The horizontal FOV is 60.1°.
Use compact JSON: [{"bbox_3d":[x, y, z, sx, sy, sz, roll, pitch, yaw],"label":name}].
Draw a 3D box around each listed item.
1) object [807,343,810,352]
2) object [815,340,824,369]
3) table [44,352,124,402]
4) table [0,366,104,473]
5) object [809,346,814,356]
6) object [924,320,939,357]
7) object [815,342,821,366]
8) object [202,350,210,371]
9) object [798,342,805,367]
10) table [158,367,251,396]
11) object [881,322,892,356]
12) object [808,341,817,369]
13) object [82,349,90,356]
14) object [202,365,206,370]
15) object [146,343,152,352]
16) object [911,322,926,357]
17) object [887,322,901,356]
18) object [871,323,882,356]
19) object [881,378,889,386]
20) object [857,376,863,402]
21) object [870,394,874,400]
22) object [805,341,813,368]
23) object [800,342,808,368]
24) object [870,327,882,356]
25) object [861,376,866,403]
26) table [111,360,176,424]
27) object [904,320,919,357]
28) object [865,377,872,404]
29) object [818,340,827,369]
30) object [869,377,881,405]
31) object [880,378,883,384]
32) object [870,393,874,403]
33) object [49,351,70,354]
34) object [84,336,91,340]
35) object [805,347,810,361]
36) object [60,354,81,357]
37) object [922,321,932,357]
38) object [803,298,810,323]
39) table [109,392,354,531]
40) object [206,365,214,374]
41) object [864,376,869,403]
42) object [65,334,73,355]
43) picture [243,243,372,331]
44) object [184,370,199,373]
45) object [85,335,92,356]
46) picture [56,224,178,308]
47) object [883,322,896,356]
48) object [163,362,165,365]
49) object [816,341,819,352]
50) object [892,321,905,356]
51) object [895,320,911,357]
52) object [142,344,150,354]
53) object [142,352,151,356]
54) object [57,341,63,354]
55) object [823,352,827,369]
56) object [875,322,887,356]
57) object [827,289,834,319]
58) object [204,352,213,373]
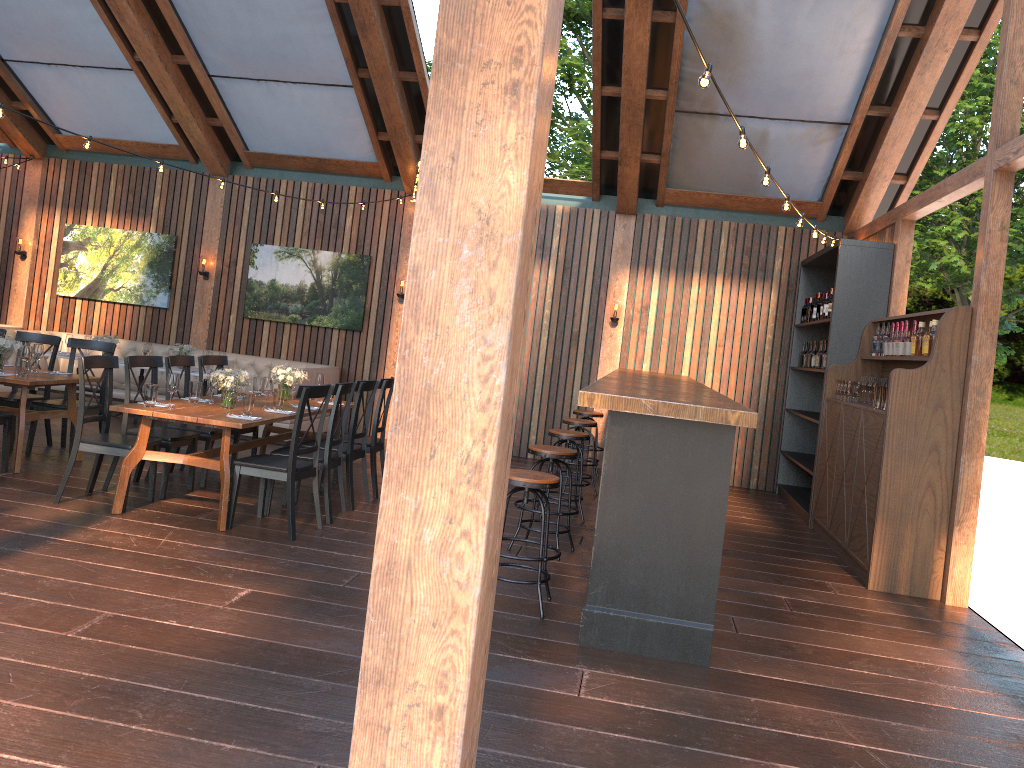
[{"bbox_3d":[3.542,-0.345,10.621,0.094,0.309,0.094,7,-1,-5],"label":"object"},{"bbox_3d":[3.305,-0.311,9.460,0.094,0.309,0.094,7,-1,6],"label":"object"},{"bbox_3d":[-5.252,-0.009,10.699,0.799,0.672,0.798,7,1,7],"label":"table"},{"bbox_3d":[-4.879,0.176,7.454,2.433,0.730,0.950,7,2,9],"label":"table"},{"bbox_3d":[3.344,-0.325,9.798,0.094,0.309,0.094,7,-1,9],"label":"object"},{"bbox_3d":[3.171,-0.338,6.651,0.109,0.288,0.176,7,0,4],"label":"object"},{"bbox_3d":[3.340,-0.313,9.577,0.094,0.309,0.094,7,-1,8],"label":"object"},{"bbox_3d":[-3.673,-0.280,10.597,0.092,0.245,0.092,7,0,-39],"label":"object"},{"bbox_3d":[3.467,-0.349,10.535,0.094,0.309,0.094,7,-1,13],"label":"object"},{"bbox_3d":[-3.649,0.192,10.454,0.799,0.672,0.798,7,1,8],"label":"table"},{"bbox_3d":[3.397,-0.398,7.988,0.095,0.318,0.093,6,-1,19],"label":"object"},{"bbox_3d":[3.311,-0.323,9.695,0.094,0.309,0.094,7,-1,-10],"label":"object"},{"bbox_3d":[-5.040,-0.391,10.478,0.092,0.158,0.092,7,0,-5],"label":"object"},{"bbox_3d":[-3.729,-0.248,10.693,0.092,0.158,0.092,7,0,-5],"label":"object"},{"bbox_3d":[-4.410,-0.372,10.710,0.092,0.245,0.092,7,0,-39],"label":"object"},{"bbox_3d":[3.246,-0.349,7.032,0.109,0.288,0.176,7,0,4],"label":"object"},{"bbox_3d":[3.346,-0.384,7.685,0.138,0.311,0.138,7,0,8],"label":"object"},{"bbox_3d":[3.429,-0.410,8.295,0.095,0.318,0.093,6,-1,24],"label":"object"},{"bbox_3d":[3.315,0.075,7.844,0.092,0.245,0.092,7,0,-17],"label":"object"},{"bbox_3d":[3.268,0.048,8.245,0.092,0.245,0.092,6,0,28],"label":"object"},{"bbox_3d":[3.144,0.140,7.639,0.124,0.096,0.124,7,2,20],"label":"object"},{"bbox_3d":[3.398,-0.333,10.075,0.094,0.309,0.094,6,-1,29],"label":"object"},{"bbox_3d":[3.462,-0.345,10.444,0.094,0.309,0.094,7,-1,-26],"label":"object"},{"bbox_3d":[3.472,-0.411,8.393,0.094,0.318,0.094,7,-1,9],"label":"object"},{"bbox_3d":[3.245,0.051,8.134,0.092,0.245,0.092,6,0,28],"label":"object"},{"bbox_3d":[-4.451,0.091,10.576,0.799,0.672,0.798,7,1,9],"label":"table"},{"bbox_3d":[3.285,-0.366,7.221,0.138,0.311,0.138,7,0,13],"label":"object"},{"bbox_3d":[3.211,0.058,7.925,0.092,0.245,0.092,7,0,-17],"label":"object"},{"bbox_3d":[3.259,-0.305,9.234,0.094,0.309,0.094,7,-1,-26],"label":"object"},{"bbox_3d":[3.204,0.063,7.819,0.092,0.245,0.092,7,0,-17],"label":"object"},{"bbox_3d":[3.327,0.071,7.945,0.092,0.245,0.092,7,0,-17],"label":"object"},{"bbox_3d":[3.368,0.060,8.246,0.092,0.245,0.092,7,0,-17],"label":"object"},{"bbox_3d":[-5.456,-0.383,10.737,0.255,0.019,0.157,7,3,9],"label":"object"},{"bbox_3d":[-5.086,-0.445,10.576,0.092,0.245,0.092,7,0,-34],"label":"object"},{"bbox_3d":[3.484,-0.337,10.341,0.095,0.309,0.094,6,-1,36],"label":"object"},{"bbox_3d":[-5.212,-0.339,10.453,0.157,0.019,0.255,7,3,9],"label":"object"},{"bbox_3d":[3.239,-0.339,6.836,0.109,0.288,0.176,7,0,14],"label":"object"},{"bbox_3d":[3.463,-0.853,10.359,0.077,0.309,0.077,7,-1,-13],"label":"object"},{"bbox_3d":[-2.094,0.523,7.053,0.951,0.730,2.430,7,3,8],"label":"table"},{"bbox_3d":[-3.499,-0.198,10.238,0.092,0.158,0.092,7,0,-5],"label":"object"},{"bbox_3d":[3.236,0.056,8.025,0.092,0.245,0.092,7,0,-17],"label":"object"},{"bbox_3d":[-5.322,-0.475,10.625,0.092,0.245,0.092,7,0,-34],"label":"object"},{"bbox_3d":[-2.710,-1.282,11.684,1.651,0.999,0.065,7,-1,9],"label":"picture"},{"bbox_3d":[-3.671,-0.146,10.212,0.157,0.019,0.255,7,3,9],"label":"object"},{"bbox_3d":[-5.197,-0.471,10.830,0.092,0.245,0.092,7,0,-34],"label":"object"},{"bbox_3d":[-5.405,-1.619,12.090,1.651,0.999,0.065,7,-1,9],"label":"picture"},{"bbox_3d":[3.373,-0.389,7.840,0.138,0.311,0.138,7,0,13],"label":"object"},{"bbox_3d":[-4.311,-0.254,10.829,0.157,0.019,0.255,7,3,9],"label":"object"},{"bbox_3d":[3.395,-0.323,9.878,0.094,0.309,0.094,6,-1,34],"label":"object"},{"bbox_3d":[3.317,-0.379,7.529,0.138,0.311,0.138,7,0,13],"label":"object"},{"bbox_3d":[3.288,-0.374,7.381,0.138,0.311,0.138,7,0,3],"label":"object"},{"bbox_3d":[-4.328,-0.349,10.452,0.092,0.245,0.092,7,0,-39],"label":"object"},{"bbox_3d":[-4.282,-0.296,10.355,0.092,0.158,0.092,7,0,-5],"label":"object"},{"bbox_3d":[-5.423,-0.441,10.573,0.092,0.158,0.092,7,0,-5],"label":"object"},{"bbox_3d":[3.268,-0.298,9.123,0.094,0.309,0.095,7,-1,-27],"label":"object"},{"bbox_3d":[3.396,-0.404,8.095,0.094,0.318,0.094,7,-1,4],"label":"object"},{"bbox_3d":[3.242,-0.806,8.941,0.078,0.312,0.078,7,-1,4],"label":"object"},{"bbox_3d":[-3.545,-0.251,10.335,0.092,0.245,0.092,7,0,-39],"label":"object"}]
